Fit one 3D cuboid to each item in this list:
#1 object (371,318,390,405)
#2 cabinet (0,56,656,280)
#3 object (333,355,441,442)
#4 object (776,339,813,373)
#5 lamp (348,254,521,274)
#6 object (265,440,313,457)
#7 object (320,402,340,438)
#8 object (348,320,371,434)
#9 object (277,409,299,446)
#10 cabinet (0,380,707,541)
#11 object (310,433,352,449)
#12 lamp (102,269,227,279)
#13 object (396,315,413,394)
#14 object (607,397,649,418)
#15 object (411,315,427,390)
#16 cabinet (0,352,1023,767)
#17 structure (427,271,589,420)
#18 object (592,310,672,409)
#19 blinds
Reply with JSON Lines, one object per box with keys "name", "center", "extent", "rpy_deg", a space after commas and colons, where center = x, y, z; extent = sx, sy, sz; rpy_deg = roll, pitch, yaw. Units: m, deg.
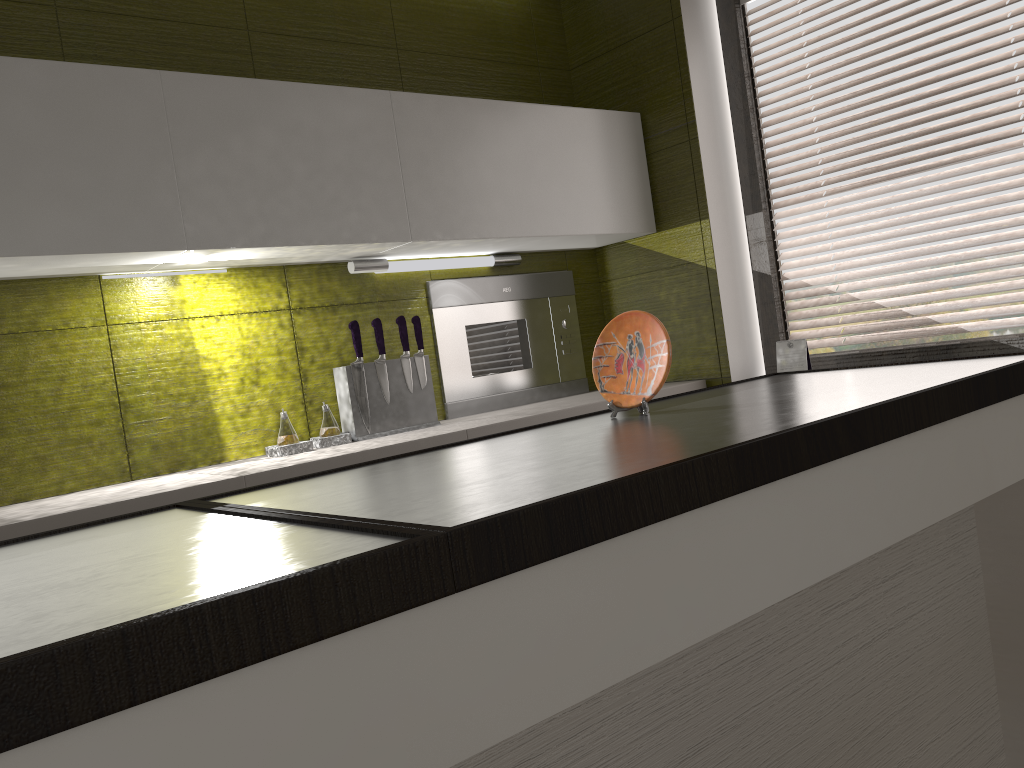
{"name": "object", "center": [-0.392, -0.066, 2.653], "extent": [0.042, 0.264, 0.013], "rpy_deg": [-10, 3, -39]}
{"name": "cabinet", "center": [-0.862, 0.279, 2.301], "extent": [3.471, 2.089, 0.724], "rpy_deg": [-10, 3, -39]}
{"name": "object", "center": [-0.381, 0.042, 2.706], "extent": [0.293, 0.227, 0.107], "rpy_deg": [-10, 3, -39]}
{"name": "object", "center": [0.917, -0.058, 2.885], "extent": [0.106, 0.169, 0.057], "rpy_deg": [-6, 3, 45]}
{"name": "lamp", "center": [-0.234, -0.402, 2.944], "extent": [0.716, 0.041, 0.095], "rpy_deg": [-10, 3, -40]}
{"name": "object", "center": [-0.625, 0.183, 2.486], "extent": [0.107, 0.032, 0.107], "rpy_deg": [-10, 3, -39]}
{"name": "object", "center": [-0.535, 0.111, 2.581], "extent": [0.059, 0.121, 0.059], "rpy_deg": [-8, 2, 18]}
{"name": "object", "center": [-0.448, -0.018, 2.605], "extent": [0.046, 0.339, 0.013], "rpy_deg": [-10, 3, -39]}
{"name": "object", "center": [-0.632, 0.129, 2.484], "extent": [0.059, 0.121, 0.059], "rpy_deg": [-8, 2, 7]}
{"name": "cabinet", "center": [-0.510, 0.732, 2.391], "extent": [2.940, 1.086, 0.465], "rpy_deg": [-10, 3, -39]}
{"name": "object", "center": [-0.527, 0.165, 2.583], "extent": [0.107, 0.032, 0.107], "rpy_deg": [-9, 2, -28]}
{"name": "lamp", "center": [-0.940, -0.300, 2.418], "extent": [0.334, 0.008, 0.008], "rpy_deg": [-10, 3, -39]}
{"name": "object", "center": [-0.326, -0.088, 2.709], "extent": [0.036, 0.243, 0.013], "rpy_deg": [-10, 3, -39]}
{"name": "object", "center": [0.226, -0.009, 1.643], "extent": [0.072, 0.131, 0.088], "rpy_deg": [-10, 3, -44]}
{"name": "object", "center": [-0.288, -0.096, 2.741], "extent": [0.040, 0.231, 0.013], "rpy_deg": [-10, 3, -39]}
{"name": "cabinet", "center": [-0.185, 0.708, 1.031], "extent": [2.947, 1.134, 0.663], "rpy_deg": [-10, 3, -39]}
{"name": "structure", "center": [0.007, -0.154, 3.165], "extent": [0.663, 0.469, 0.015], "rpy_deg": [-10, 3, -39]}
{"name": "object", "center": [0.220, -0.046, 1.643], "extent": [0.055, 0.178, 0.184], "rpy_deg": [-10, 3, -43]}
{"name": "blinds", "center": [1.282, -3.455, 6.688], "extent": [16.000, 12.704, 9.030], "rpy_deg": [-8, 2, 0]}
